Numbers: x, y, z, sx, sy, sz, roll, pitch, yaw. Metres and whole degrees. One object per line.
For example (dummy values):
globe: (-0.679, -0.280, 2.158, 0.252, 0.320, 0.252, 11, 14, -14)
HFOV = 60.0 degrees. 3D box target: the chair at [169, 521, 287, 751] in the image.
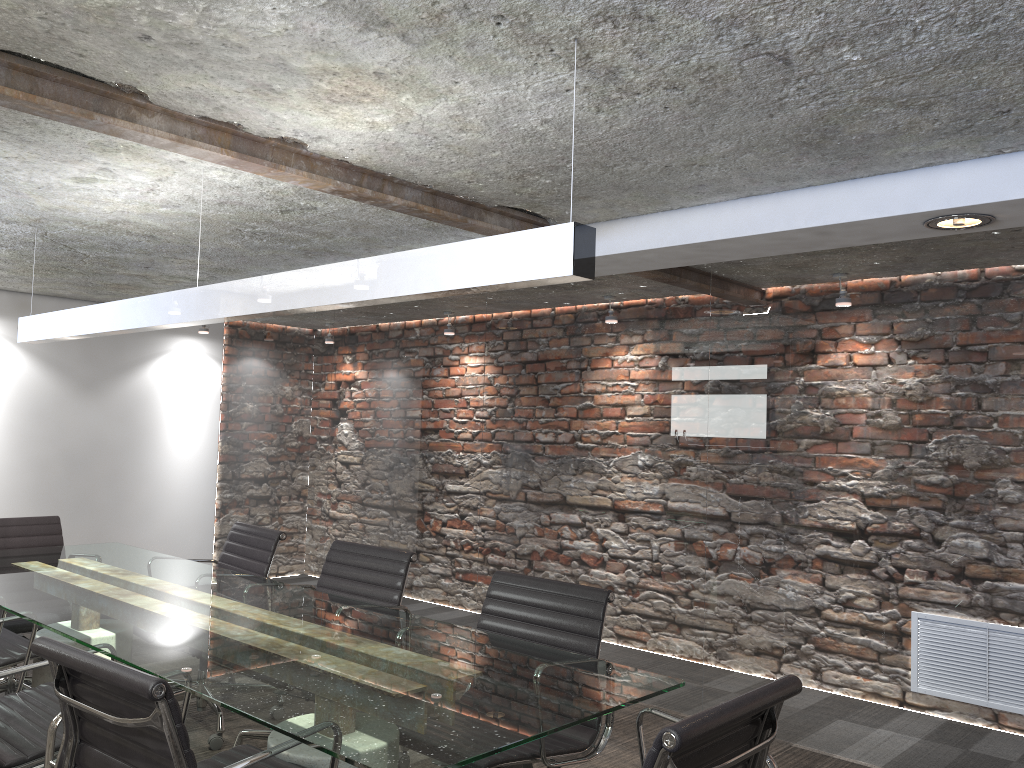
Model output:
chair: (-1.365, 1.047, 3.820, 0.693, 0.837, 0.667, -1, -4, 40)

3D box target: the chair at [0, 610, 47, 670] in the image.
chair: (-2.022, 0.988, 3.125, 0.693, 0.837, 0.667, 0, -4, 34)

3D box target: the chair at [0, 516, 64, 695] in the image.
chair: (-2.124, 1.023, 3.823, 0.667, 0.837, 0.693, 0, -4, 35)

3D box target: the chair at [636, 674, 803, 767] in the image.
chair: (0.187, 0.983, 1.746, 0.667, 0.837, 0.693, 0, -4, 32)

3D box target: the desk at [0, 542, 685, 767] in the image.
desk: (-1.056, 1.068, 2.859, 3.154, 0.711, 0.909, -1, -4, 42)

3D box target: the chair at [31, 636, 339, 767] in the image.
chair: (-0.660, 0.966, 1.926, 0.693, 0.837, 0.667, 0, -4, 29)

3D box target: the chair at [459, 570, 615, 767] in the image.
chair: (-0.072, 1.021, 2.587, 0.693, 0.837, 0.667, 0, -4, 33)

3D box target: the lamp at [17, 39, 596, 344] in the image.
lamp: (-1.009, -0.465, 2.939, 3.159, 0.524, 0.073, -1, -4, 42)

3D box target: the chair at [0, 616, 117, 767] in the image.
chair: (-1.382, 0.976, 2.521, 0.693, 0.837, 0.667, 0, -4, 33)

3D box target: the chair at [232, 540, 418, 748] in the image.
chair: (-0.736, 1.036, 3.254, 0.693, 0.837, 0.667, 0, -4, 32)
